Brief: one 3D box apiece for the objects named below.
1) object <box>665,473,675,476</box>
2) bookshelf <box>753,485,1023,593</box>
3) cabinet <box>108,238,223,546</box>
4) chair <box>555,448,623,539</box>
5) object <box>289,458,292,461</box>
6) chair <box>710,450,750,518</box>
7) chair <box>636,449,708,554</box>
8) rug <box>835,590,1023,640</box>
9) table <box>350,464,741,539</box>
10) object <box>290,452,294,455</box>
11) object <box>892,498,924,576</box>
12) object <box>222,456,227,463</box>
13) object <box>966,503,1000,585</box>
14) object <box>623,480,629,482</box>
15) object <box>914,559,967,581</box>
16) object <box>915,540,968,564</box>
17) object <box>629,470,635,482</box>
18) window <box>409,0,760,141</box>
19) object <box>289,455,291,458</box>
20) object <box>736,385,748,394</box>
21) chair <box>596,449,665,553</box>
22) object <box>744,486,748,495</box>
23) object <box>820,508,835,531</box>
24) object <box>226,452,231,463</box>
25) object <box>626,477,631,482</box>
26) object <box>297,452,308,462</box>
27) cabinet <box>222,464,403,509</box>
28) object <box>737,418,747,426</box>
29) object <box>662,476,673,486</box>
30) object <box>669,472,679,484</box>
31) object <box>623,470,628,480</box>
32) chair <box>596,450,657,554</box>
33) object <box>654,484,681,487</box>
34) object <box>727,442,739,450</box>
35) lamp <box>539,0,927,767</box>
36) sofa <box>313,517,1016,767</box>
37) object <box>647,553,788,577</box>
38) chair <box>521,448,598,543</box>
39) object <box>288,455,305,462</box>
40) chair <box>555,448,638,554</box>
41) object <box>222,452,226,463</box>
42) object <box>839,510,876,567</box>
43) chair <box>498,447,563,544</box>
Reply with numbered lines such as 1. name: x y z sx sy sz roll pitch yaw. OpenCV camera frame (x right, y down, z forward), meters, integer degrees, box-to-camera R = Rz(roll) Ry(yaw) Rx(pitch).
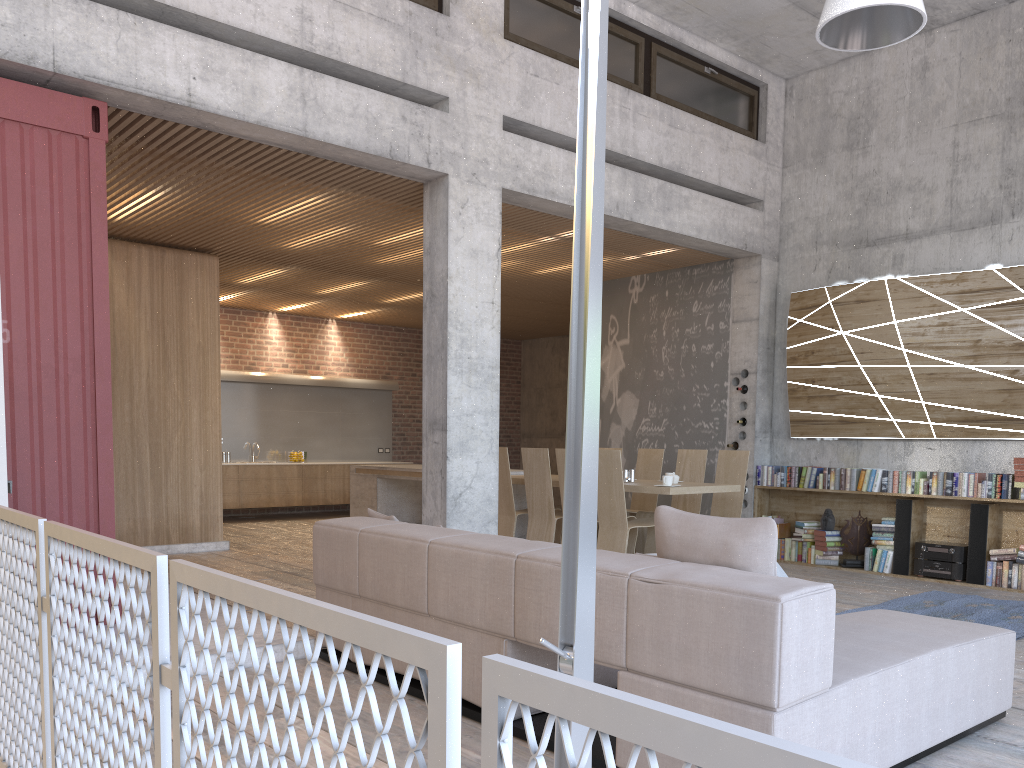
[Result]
1. object: 1.506 0.891 8.350 0.093 0.089 0.116 1 -1 14
2. bookshelf: 4.479 1.408 7.652 0.302 0.807 5.311 -3 0 -41
3. cabinet: -4.957 0.203 10.543 1.513 3.151 3.744 -2 2 -41
4. chair: 0.816 1.281 9.409 0.347 1.204 0.720 5 5 43
5. object: -3.441 1.178 13.671 0.060 0.057 0.051 1 1 -4
6. chair: 1.878 1.225 8.324 0.720 1.204 0.346 -1 5 -41
7. chair: 1.584 1.248 8.738 0.720 1.204 0.347 -2 5 -45
8. rug: 2.897 1.675 6.130 2.917 0.049 1.160 4 -5 -41
9. table: -0.003 1.422 9.621 1.011 0.927 5.176 1 -2 -41
10. object: -3.425 1.086 13.647 0.063 0.052 0.053 1 0 42
11. object: 3.813 1.485 8.441 0.272 0.766 0.151 -3 6 -40
12. object: -4.262 1.072 13.072 0.144 0.212 0.052 -1 4 -41
13. object: 4.257 1.458 7.928 0.272 0.766 0.151 -3 6 -40
14. object: 1.052 0.894 8.101 0.050 0.019 0.050 -1 -3 32
15. object: 4.029 1.727 8.183 0.293 0.165 0.439 2 -3 -41
16. object: 4.027 1.564 8.166 0.303 0.162 0.439 2 -3 -41
17. object: 1.114 0.852 8.147 0.052 0.113 0.052 1 3 4
18. window: -0.591 -3.036 6.513 8.435 0.613 0.112 4 1 -41
19. object: -3.454 1.131 13.682 0.053 0.052 0.062 0 0 -37
20. object: 2.558 0.061 9.570 0.335 0.091 0.090 3 -1 -41
21. chair: 1.192 1.264 9.066 0.720 1.204 0.346 -1 5 -41
22. object: 2.602 1.166 9.652 0.338 0.096 0.095 3 -1 -41
23. object: 3.221 1.383 8.942 0.135 0.231 0.144 -2 3 -44
24. object: -4.235 1.093 13.097 0.060 0.161 0.059 -1 4 -25
25. object: 1.076 0.882 8.105 0.051 0.046 0.050 1 0 -22
26. object: -3.349 1.162 13.959 0.190 0.171 0.190 1 0 -29
27. cabinet: -3.554 0.875 13.847 4.114 2.087 1.070 2 1 -41
28. object: 2.582 0.418 9.625 0.347 0.094 0.093 3 -1 -41
29. object: 1.329 0.829 7.483 0.093 0.089 0.116 1 -1 3
30. object: 1.486 0.866 8.071 0.089 0.112 0.122 2 1 40
31. object: 1.057 0.853 8.161 0.052 0.110 0.052 1 3 4
32. chair: 1.059 1.168 7.620 0.720 1.204 0.346 -1 5 -37
33. object: 1.329 0.873 7.500 0.185 0.014 0.185 -2 -5 35
34. object: 2.488 0.684 9.692 0.338 0.096 0.095 3 -1 -41
35. lamp: 0.748 -0.255 3.114 0.752 3.451 2.621 4 3 37
36. sofa: 0.981 1.169 4.810 3.011 0.790 2.991 3 -4 -41
37. object: 1.457 1.393 6.062 1.597 0.506 1.041 2 -2 -22
38. chair: 0.458 1.213 8.435 0.720 1.204 0.347 -2 5 -44
39. object: -3.361 1.128 13.676 0.189 0.176 0.206 1 0 -41
40. chair: 0.776 1.192 8.042 0.721 1.204 0.346 -1 4 -36
41. object: -4.289 1.089 13.051 0.060 0.161 0.059 -1 4 -25
42. object: 3.483 1.553 8.829 0.344 0.573 0.194 1 4 9
43. chair: 0.133 1.234 8.821 0.721 1.204 0.346 -1 4 -36
